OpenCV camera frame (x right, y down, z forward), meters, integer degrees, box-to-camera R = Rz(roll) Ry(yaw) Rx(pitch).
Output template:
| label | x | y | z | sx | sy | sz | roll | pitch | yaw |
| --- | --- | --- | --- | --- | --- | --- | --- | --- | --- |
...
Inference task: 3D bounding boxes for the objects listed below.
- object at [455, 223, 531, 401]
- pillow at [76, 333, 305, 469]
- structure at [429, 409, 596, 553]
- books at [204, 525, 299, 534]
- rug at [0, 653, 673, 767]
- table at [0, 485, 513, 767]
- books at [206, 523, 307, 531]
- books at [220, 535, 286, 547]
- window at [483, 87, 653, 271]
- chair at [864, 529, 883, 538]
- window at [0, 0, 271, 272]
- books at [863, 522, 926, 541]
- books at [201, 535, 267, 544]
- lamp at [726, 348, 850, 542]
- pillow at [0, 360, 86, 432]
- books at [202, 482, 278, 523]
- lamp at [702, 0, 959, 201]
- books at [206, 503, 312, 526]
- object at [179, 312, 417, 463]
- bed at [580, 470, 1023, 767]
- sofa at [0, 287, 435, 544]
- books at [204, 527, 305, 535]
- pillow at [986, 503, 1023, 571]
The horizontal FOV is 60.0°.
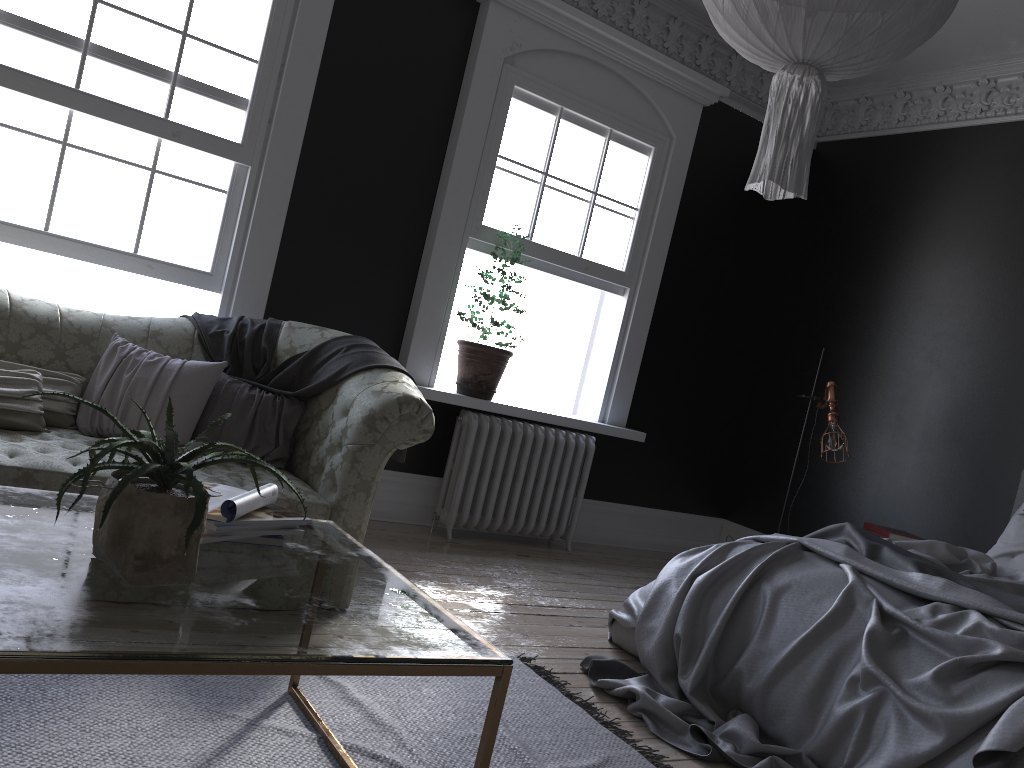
| label | x | y | z | sx | sy | sz | roll | pitch | yaw |
| --- | --- | --- | --- | --- | --- | --- | --- | --- | --- |
| object | -0.113 | -0.467 | 5.708 | 0.474 | 1.134 | 0.505 | 14 | 2 | 7 |
| pillow | -1.442 | 0.091 | 4.078 | 0.965 | 0.462 | 0.404 | 13 | 2 | -25 |
| structure | 0.032 | 0.672 | 5.934 | 1.143 | 0.849 | 0.275 | 12 | 2 | -33 |
| books | -0.757 | 0.340 | 2.313 | 0.252 | 0.011 | 0.319 | 14 | 1 | 29 |
| rug | -0.882 | 0.935 | 1.859 | 3.651 | 0.050 | 2.100 | 13 | 1 | -32 |
| table | -0.938 | 0.646 | 1.949 | 1.451 | 0.558 | 1.090 | 12 | 2 | -33 |
| books | -0.737 | 0.334 | 2.316 | 0.252 | 0.011 | 0.319 | 14 | 1 | 29 |
| books | -0.733 | 0.385 | 2.334 | 0.232 | 0.023 | 0.162 | 13 | 1 | -32 |
| window | 0.380 | -1.325 | 6.027 | 1.265 | 1.018 | 0.056 | 12 | 3 | -33 |
| chair | 2.294 | 1.284 | 5.510 | 0.613 | 0.673 | 0.613 | 14 | 2 | 11 |
| window | -1.977 | -1.514 | 4.536 | 1.265 | 1.673 | 0.056 | 12 | 3 | -33 |
| books | 2.382 | 0.937 | 5.486 | 0.275 | 0.045 | 0.346 | 13 | 1 | -3 |
| books | -0.781 | 0.357 | 2.293 | 0.252 | 0.011 | 0.319 | 14 | 1 | 24 |
| lamp | 1.998 | 0.618 | 6.461 | 0.437 | 1.780 | 1.717 | 14 | 2 | 6 |
| pillow | -2.258 | -0.068 | 3.518 | 1.107 | 0.416 | 0.527 | 12 | 2 | -33 |
| books | -0.784 | 0.299 | 2.268 | 0.273 | 0.109 | 0.322 | 13 | 1 | 2 |
| lamp | 1.024 | -1.564 | 2.650 | 0.783 | 2.050 | 0.782 | 14 | 2 | 11 |
| books | -0.726 | 0.326 | 2.319 | 0.252 | 0.011 | 0.319 | 14 | 1 | 34 |
| object | -1.114 | -0.022 | 4.437 | 1.365 | 0.585 | 0.517 | 14 | 2 | 16 |
| bed | 2.149 | 0.960 | 3.911 | 3.290 | 1.299 | 2.758 | 12 | 2 | -44 |
| sofa | -1.918 | 0.096 | 3.841 | 2.818 | 1.161 | 1.602 | 12 | 2 | -32 |
| books | -0.748 | 0.353 | 2.323 | 0.252 | 0.011 | 0.319 | 14 | 2 | 39 |
| pillow | 3.137 | 0.991 | 4.457 | 0.681 | 0.760 | 1.825 | 12 | 2 | -33 |
